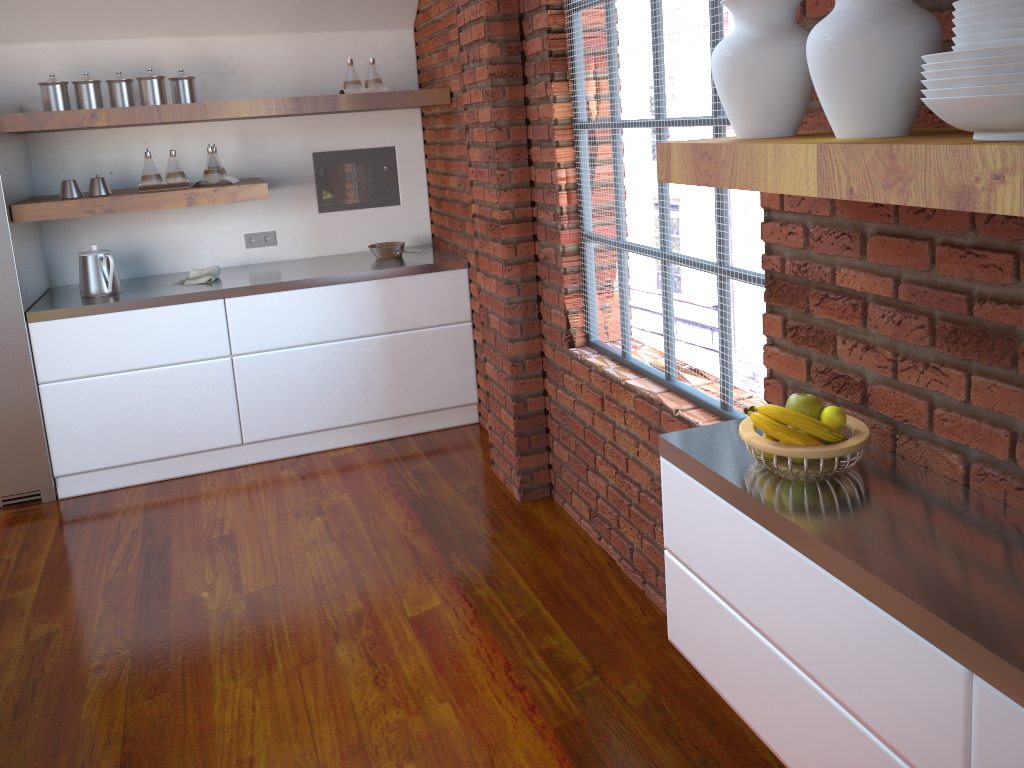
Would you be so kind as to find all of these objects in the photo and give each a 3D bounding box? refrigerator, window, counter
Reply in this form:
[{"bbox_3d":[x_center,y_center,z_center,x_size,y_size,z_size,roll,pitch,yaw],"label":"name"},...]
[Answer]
[{"bbox_3d":[-2.633,-0.335,3.941,0.916,1.734,0.796,-8,12,-18],"label":"refrigerator"},{"bbox_3d":[3.667,-0.068,0.211,3.662,9.672,17.736,-10,16,-27],"label":"window"},{"bbox_3d":[-1.271,-0.536,4.430,1.993,0.043,0.730,-10,18,-18],"label":"counter"}]

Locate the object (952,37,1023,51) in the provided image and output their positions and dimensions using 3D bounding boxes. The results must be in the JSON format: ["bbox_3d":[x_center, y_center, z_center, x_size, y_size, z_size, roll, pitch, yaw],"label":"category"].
[{"bbox_3d":[0.645,-0.386,1.053,0.215,0.054,0.218,-12,18,-25],"label":"object"}]

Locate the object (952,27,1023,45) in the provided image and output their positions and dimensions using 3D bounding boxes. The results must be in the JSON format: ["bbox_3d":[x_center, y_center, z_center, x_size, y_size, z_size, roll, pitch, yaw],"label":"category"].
[{"bbox_3d":[0.644,-0.396,1.051,0.215,0.054,0.218,-12,18,-25],"label":"object"}]

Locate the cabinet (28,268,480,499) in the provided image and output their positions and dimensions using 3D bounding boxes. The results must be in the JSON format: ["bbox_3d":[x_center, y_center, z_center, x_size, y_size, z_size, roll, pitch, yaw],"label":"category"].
[{"bbox_3d":[-1.241,-0.121,4.506,1.993,0.800,0.726,-9,14,-18],"label":"cabinet"}]

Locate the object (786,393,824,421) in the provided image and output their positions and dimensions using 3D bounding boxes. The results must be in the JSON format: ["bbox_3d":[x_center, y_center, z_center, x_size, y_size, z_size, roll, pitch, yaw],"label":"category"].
[{"bbox_3d":[0.554,0.049,1.665,0.069,0.060,0.070,-5,14,-2],"label":"object"}]

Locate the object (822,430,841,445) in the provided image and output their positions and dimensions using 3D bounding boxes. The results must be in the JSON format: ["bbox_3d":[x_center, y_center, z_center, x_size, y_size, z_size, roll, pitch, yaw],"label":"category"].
[{"bbox_3d":[0.590,0.100,1.673,0.070,0.067,0.070,-6,14,-9],"label":"object"}]

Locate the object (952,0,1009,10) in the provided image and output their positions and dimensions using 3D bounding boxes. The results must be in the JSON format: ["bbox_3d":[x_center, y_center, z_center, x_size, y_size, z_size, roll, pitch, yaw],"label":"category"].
[{"bbox_3d":[0.641,-0.435,1.044,0.215,0.054,0.218,-12,18,-25],"label":"object"}]

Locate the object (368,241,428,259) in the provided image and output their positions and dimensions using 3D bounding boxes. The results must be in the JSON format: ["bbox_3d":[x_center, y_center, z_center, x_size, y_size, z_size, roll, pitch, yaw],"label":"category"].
[{"bbox_3d":[-0.610,-0.684,4.573,0.197,0.072,0.353,-16,20,-36],"label":"object"}]

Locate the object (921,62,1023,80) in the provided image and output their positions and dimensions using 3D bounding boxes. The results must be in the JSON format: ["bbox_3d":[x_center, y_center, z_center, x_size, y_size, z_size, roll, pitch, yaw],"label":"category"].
[{"bbox_3d":[0.647,-0.359,1.058,0.285,0.054,0.286,-15,20,-33],"label":"object"}]

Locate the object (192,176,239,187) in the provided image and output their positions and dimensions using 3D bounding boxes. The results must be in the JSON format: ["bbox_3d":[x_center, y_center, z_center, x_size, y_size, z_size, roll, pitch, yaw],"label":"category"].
[{"bbox_3d":[-1.447,-0.993,4.299,0.195,0.032,0.229,-7,17,-8],"label":"object"}]

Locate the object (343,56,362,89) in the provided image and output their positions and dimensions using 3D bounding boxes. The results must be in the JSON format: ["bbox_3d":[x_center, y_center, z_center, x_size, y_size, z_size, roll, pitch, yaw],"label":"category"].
[{"bbox_3d":[-0.803,-1.546,4.406,0.093,0.187,0.095,-5,12,-6],"label":"object"}]

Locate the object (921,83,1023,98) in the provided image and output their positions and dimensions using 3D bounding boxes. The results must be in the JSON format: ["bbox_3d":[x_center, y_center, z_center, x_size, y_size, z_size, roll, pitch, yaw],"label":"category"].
[{"bbox_3d":[0.648,-0.338,1.062,0.285,0.054,0.286,-15,20,-33],"label":"object"}]

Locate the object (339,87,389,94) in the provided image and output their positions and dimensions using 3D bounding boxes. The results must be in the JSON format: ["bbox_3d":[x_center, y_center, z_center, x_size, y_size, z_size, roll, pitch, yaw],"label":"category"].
[{"bbox_3d":[-0.748,-1.474,4.439,0.225,0.032,0.199,-10,18,-19],"label":"object"}]

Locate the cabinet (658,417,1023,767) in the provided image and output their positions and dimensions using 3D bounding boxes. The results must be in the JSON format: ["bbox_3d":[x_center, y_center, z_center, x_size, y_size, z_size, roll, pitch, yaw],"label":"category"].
[{"bbox_3d":[0.748,0.519,1.194,0.339,0.463,1.659,-8,17,-17],"label":"cabinet"}]

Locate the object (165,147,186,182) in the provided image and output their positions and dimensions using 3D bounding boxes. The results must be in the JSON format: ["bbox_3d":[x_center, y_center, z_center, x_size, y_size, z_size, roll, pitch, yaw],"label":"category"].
[{"bbox_3d":[-1.612,-1.036,4.201,0.094,0.188,0.095,1,13,25],"label":"object"}]

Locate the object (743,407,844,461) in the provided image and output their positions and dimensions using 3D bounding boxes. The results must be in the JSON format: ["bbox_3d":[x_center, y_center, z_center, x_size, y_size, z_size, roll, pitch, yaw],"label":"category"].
[{"bbox_3d":[0.511,0.100,1.599,0.176,0.092,0.065,1,13,18],"label":"object"}]

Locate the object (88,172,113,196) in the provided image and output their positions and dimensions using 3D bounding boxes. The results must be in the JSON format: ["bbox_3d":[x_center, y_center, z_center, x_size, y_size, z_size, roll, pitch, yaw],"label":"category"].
[{"bbox_3d":[-1.921,-0.929,4.087,0.106,0.097,0.109,2,15,23],"label":"object"}]

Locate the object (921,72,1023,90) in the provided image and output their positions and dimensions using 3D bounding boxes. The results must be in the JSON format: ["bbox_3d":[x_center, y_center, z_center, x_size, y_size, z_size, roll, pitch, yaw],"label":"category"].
[{"bbox_3d":[0.648,-0.349,1.060,0.285,0.054,0.286,-15,20,-33],"label":"object"}]

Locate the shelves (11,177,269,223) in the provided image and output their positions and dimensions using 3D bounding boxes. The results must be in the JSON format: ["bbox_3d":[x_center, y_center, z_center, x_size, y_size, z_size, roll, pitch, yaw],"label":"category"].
[{"bbox_3d":[-1.744,-0.897,4.237,1.071,0.074,0.669,-10,18,-18],"label":"shelves"}]

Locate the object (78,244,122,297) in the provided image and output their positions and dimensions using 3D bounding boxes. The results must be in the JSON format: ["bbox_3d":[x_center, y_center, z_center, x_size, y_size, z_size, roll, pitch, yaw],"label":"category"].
[{"bbox_3d":[-1.951,-0.538,4.129,0.301,0.233,0.185,-1,13,13],"label":"object"}]

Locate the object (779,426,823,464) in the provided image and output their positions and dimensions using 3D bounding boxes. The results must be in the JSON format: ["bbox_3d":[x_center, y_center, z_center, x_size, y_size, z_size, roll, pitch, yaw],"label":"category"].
[{"bbox_3d":[0.535,0.112,1.633,0.077,0.064,0.078,0,15,15],"label":"object"}]

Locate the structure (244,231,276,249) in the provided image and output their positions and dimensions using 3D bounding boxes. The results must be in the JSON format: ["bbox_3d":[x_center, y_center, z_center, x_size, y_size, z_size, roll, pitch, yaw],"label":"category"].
[{"bbox_3d":[-1.362,-0.781,4.759,0.161,0.078,0.033,-9,12,-18],"label":"structure"}]

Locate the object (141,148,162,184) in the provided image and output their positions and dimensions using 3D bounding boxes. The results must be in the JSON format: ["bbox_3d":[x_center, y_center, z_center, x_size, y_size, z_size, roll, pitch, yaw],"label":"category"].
[{"bbox_3d":[-1.713,-1.019,4.164,0.093,0.187,0.095,-5,12,-6],"label":"object"}]

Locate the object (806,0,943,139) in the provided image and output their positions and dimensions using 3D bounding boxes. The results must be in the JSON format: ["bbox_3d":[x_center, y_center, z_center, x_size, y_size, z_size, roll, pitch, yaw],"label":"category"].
[{"bbox_3d":[0.551,-0.503,1.345,0.194,0.244,0.196,8,17,42],"label":"object"}]

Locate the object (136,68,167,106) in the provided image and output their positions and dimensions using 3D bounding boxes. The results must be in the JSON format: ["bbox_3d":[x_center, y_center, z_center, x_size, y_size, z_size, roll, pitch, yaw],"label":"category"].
[{"bbox_3d":[-1.658,-1.367,4.053,0.128,0.173,0.131,-9,14,-22],"label":"object"}]

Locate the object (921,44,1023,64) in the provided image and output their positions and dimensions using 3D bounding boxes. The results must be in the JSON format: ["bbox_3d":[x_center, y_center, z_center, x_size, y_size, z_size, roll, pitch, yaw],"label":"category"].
[{"bbox_3d":[0.646,-0.377,1.055,0.285,0.054,0.286,-15,20,-33],"label":"object"}]

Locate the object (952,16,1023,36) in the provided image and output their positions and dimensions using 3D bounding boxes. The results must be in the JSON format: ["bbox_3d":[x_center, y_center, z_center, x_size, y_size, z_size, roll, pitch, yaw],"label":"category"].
[{"bbox_3d":[0.643,-0.407,1.049,0.215,0.054,0.218,-12,18,-25],"label":"object"}]

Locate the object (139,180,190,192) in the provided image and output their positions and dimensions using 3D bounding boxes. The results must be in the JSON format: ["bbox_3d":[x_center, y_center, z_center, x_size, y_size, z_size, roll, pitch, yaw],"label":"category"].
[{"bbox_3d":[-1.657,-0.947,4.197,0.225,0.032,0.199,-10,18,-19],"label":"object"}]

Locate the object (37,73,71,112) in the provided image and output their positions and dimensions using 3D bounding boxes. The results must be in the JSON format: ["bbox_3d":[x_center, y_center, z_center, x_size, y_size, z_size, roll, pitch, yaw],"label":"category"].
[{"bbox_3d":[-2.063,-1.313,3.971,0.128,0.173,0.131,-9,14,-22],"label":"object"}]

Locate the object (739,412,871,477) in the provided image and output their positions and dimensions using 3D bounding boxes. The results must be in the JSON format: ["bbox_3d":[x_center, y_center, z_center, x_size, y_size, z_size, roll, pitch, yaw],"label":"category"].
[{"bbox_3d":[0.550,0.116,1.658,0.236,0.069,0.241,5,18,28],"label":"object"}]

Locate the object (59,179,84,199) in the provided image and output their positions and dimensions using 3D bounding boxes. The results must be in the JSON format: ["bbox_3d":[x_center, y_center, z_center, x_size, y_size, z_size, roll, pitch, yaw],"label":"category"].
[{"bbox_3d":[-2.033,-0.901,4.052,0.106,0.080,0.109,-1,15,10],"label":"object"}]

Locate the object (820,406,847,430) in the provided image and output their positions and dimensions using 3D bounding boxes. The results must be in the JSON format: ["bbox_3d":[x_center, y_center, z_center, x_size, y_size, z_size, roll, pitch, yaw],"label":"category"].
[{"bbox_3d":[0.596,0.064,1.632,0.047,0.045,0.056,2,15,23],"label":"object"}]

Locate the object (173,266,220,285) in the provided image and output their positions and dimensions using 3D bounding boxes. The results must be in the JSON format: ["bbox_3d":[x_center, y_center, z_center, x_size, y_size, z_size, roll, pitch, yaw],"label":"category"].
[{"bbox_3d":[-1.541,-0.534,4.307,0.204,0.060,0.201,-3,16,4],"label":"object"}]

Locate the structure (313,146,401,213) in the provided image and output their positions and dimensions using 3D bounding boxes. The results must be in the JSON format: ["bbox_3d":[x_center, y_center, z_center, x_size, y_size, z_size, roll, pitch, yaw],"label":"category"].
[{"bbox_3d":[-0.855,-1.135,4.881,0.459,0.327,0.013,-9,11,-18],"label":"structure"}]

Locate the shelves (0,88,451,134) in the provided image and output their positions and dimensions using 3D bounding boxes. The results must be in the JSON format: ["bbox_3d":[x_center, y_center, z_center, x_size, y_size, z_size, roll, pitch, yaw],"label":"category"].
[{"bbox_3d":[-1.342,-1.338,4.312,1.987,0.074,0.669,-10,18,-18],"label":"shelves"}]

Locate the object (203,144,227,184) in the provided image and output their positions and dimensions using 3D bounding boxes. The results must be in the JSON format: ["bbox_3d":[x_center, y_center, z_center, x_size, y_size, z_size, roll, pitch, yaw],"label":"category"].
[{"bbox_3d":[-1.453,-1.073,4.285,0.093,0.188,0.207,-6,14,-9],"label":"object"}]

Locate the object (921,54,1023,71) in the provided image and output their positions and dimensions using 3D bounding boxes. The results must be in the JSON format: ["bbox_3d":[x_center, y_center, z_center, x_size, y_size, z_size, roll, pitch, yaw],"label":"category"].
[{"bbox_3d":[0.646,-0.367,1.056,0.285,0.054,0.286,-15,20,-33],"label":"object"}]

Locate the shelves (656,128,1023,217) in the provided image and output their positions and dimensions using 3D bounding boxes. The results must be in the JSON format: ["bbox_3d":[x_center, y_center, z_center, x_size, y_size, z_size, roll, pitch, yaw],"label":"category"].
[{"bbox_3d":[0.692,-0.260,1.053,0.339,0.074,1.571,-9,18,-17],"label":"shelves"}]

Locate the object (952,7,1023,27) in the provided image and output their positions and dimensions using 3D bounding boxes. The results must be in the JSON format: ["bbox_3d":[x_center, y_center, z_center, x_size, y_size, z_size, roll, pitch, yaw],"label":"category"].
[{"bbox_3d":[0.643,-0.417,1.047,0.215,0.054,0.218,-12,18,-25],"label":"object"}]

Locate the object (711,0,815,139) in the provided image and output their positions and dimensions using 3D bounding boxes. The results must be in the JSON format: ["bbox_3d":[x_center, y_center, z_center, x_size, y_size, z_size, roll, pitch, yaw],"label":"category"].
[{"bbox_3d":[0.462,-0.574,1.601,0.192,0.244,0.197,1,14,21],"label":"object"}]

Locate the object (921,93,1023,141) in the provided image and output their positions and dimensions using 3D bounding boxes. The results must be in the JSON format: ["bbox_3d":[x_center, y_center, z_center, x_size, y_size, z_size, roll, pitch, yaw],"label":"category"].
[{"bbox_3d":[0.649,-0.328,1.064,0.285,0.054,0.286,-15,20,-33],"label":"object"}]

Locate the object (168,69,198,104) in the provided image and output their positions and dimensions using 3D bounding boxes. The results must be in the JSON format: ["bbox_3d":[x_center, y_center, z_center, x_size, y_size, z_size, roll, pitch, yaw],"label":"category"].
[{"bbox_3d":[-1.580,-1.426,4.229,0.128,0.173,0.131,-9,14,-22],"label":"object"}]

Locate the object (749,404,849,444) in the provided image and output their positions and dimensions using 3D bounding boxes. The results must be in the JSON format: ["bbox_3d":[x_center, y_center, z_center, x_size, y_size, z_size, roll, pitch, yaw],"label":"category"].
[{"bbox_3d":[0.526,0.079,1.606,0.184,0.083,0.068,2,14,19],"label":"object"}]

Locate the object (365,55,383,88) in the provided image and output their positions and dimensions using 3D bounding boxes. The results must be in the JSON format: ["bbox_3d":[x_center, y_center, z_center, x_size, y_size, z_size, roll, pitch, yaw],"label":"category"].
[{"bbox_3d":[-0.702,-1.563,4.443,0.094,0.188,0.095,1,13,25],"label":"object"}]

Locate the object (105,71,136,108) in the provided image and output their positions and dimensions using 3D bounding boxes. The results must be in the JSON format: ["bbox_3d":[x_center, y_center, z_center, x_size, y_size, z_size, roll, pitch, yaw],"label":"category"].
[{"bbox_3d":[-1.822,-1.370,4.100,0.128,0.173,0.131,-9,14,-22],"label":"object"}]

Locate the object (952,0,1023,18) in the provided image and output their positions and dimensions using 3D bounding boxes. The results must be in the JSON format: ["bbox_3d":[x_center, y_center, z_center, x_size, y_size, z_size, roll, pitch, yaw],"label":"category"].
[{"bbox_3d":[0.642,-0.425,1.046,0.215,0.054,0.218,-12,18,-25],"label":"object"}]

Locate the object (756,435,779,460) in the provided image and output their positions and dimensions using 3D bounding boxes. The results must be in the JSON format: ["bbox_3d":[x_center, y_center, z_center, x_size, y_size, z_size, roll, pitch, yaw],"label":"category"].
[{"bbox_3d":[0.486,0.120,1.668,0.046,0.045,0.057,-1,15,14],"label":"object"}]

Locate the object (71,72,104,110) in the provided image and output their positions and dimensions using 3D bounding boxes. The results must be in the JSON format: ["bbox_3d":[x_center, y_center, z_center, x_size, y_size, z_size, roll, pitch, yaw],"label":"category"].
[{"bbox_3d":[-1.944,-1.341,4.035,0.128,0.173,0.131,-9,14,-22],"label":"object"}]

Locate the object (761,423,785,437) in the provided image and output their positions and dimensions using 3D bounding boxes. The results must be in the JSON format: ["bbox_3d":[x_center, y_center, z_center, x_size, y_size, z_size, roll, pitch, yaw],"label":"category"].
[{"bbox_3d":[0.494,0.072,1.665,0.052,0.052,0.045,-12,15,-29],"label":"object"}]

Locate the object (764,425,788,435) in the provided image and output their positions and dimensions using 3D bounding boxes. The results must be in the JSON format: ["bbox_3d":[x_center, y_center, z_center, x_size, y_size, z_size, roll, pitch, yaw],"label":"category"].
[{"bbox_3d":[0.527,0.090,1.706,0.074,0.074,0.075,-16,18,-42],"label":"object"}]
